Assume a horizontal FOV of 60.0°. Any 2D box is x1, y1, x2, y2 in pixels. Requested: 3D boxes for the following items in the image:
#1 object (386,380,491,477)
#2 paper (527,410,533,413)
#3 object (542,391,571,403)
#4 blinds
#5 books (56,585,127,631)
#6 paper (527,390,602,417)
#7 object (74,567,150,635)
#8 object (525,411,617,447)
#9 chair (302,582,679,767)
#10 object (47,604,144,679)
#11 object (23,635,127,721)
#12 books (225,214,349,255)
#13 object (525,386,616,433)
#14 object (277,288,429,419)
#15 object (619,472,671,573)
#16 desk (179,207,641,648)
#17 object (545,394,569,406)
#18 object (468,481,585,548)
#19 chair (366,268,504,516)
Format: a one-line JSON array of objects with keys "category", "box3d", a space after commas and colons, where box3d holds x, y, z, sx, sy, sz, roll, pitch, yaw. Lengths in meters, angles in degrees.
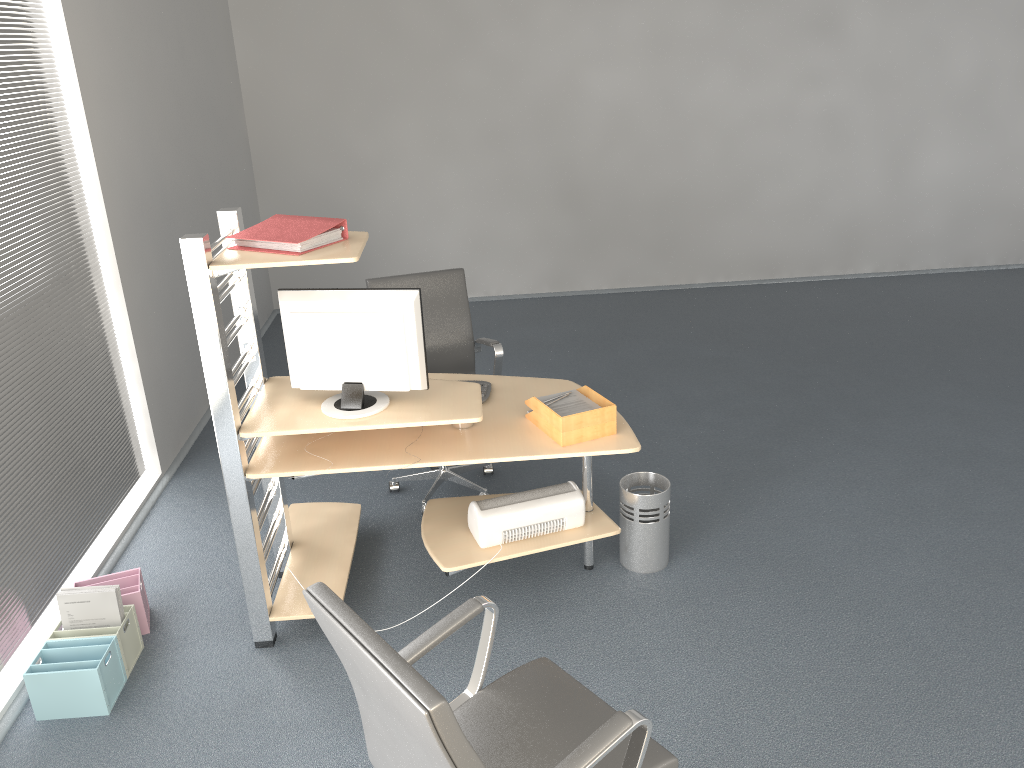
[{"category": "object", "box3d": [-0.345, 0.156, 3.445, 0.478, 0.082, 0.814, -1, 22, 5]}, {"category": "paper", "box3d": [0.216, 0.139, 3.338, 0.210, 0.019, 0.297, -12, 23, -22]}, {"category": "object", "box3d": [0.172, 0.051, 3.404, 0.159, 0.009, 0.008, -19, 27, -36]}, {"category": "blinds", "box3d": [-1.928, -0.485, 3.217, 0.022, 2.770, 1.950, -4, 21, -2]}, {"category": "books", "box3d": [-1.531, 0.890, 3.257, 0.220, 0.306, 0.068, -4, 21, -2]}, {"category": "paper", "box3d": [0.214, 0.091, 3.319, 0.210, 0.010, 0.297, -12, 23, -22]}, {"category": "object", "box3d": [-1.567, 0.881, 3.478, 0.245, 0.202, 0.185, -11, 23, -19]}, {"category": "object", "box3d": [0.216, 0.128, 3.333, 0.225, 0.060, 0.309, -12, 23, -22]}, {"category": "chair", "box3d": [-0.016, 0.896, 2.064, 0.652, 1.048, 0.584, -18, 26, -34]}, {"category": "object", "box3d": [-1.527, 0.961, 3.269, 0.245, 0.202, 0.185, -4, 21, -2]}, {"category": "object", "box3d": [-1.516, 1.028, 3.097, 0.245, 0.202, 0.185, -4, 21, -2]}, {"category": "books", "box3d": [-0.774, -0.517, 3.051, 0.320, 0.072, 0.262, 9, 24, 28]}, {"category": "object", "box3d": [0.214, 0.076, 3.312, 0.225, 0.060, 0.309, -12, 23, -22]}, {"category": "object", "box3d": [-0.585, -0.117, 3.136, 0.516, 0.418, 0.245, 5, 23, 18]}, {"category": "object", "box3d": [0.556, 0.584, 3.724, 0.208, 0.377, 0.208, 15, 28, 38]}, {"category": "desk", "box3d": [-0.303, 0.054, 3.534, 1.469, 1.566, 0.967, -4, 21, -2]}, {"category": "object", "box3d": [0.168, 0.062, 3.376, 0.008, 0.009, 0.159, 16, 28, 39]}, {"category": "object", "box3d": [0.030, 0.475, 3.566, 0.438, 0.162, 0.351, -10, 22, -17]}, {"category": "chair", "box3d": [-0.360, 0.046, 4.267, 0.584, 1.048, 0.652, -9, 22, -15]}]
